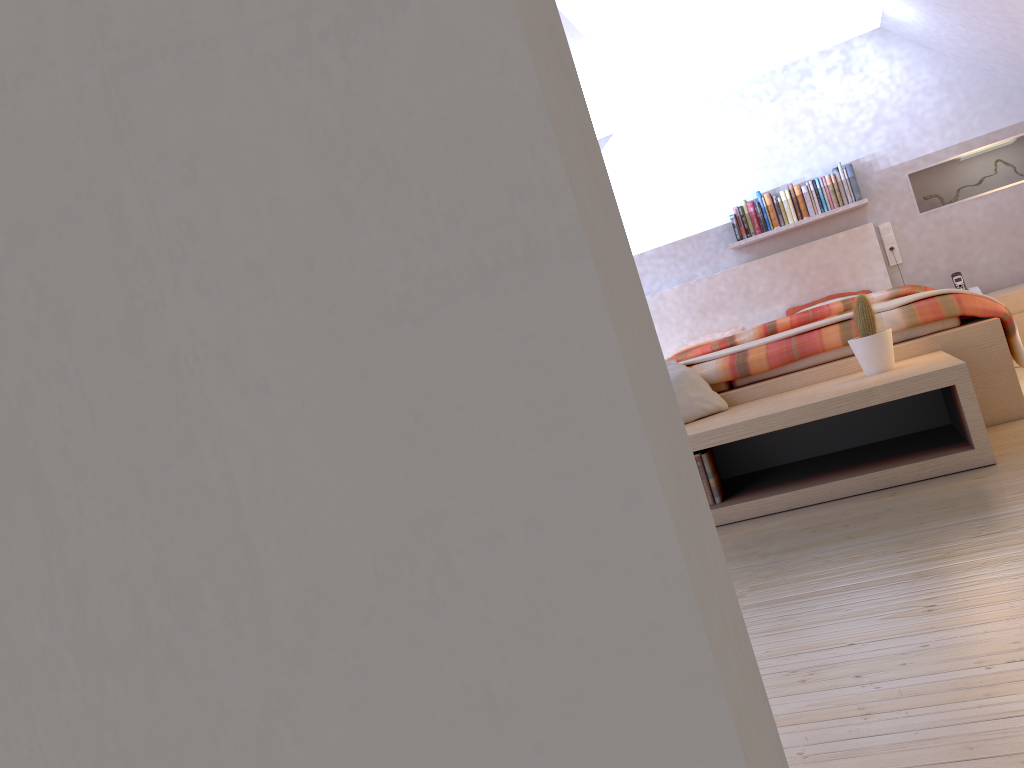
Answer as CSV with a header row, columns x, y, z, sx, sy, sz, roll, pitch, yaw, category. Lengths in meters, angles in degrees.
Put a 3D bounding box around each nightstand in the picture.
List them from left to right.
x,y,z,sx,sy,sz,roll,pitch,yaw,category
3.089,-0.426,5.228,0.859,0.329,0.847,-17,-1,20,nightstand

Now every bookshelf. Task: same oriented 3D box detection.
x,y,z,sx,sy,sz,roll,pitch,yaw,category
0.787,0.259,3.109,1.495,0.303,0.643,-17,-1,20,bookshelf
1.936,-1.078,6.019,0.916,0.028,0.223,-17,-1,20,bookshelf

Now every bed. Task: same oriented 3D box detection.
x,y,z,sx,sy,sz,roll,pitch,yaw,category
1.305,-0.238,4.823,2.087,0.994,3.009,-17,-1,20,bed

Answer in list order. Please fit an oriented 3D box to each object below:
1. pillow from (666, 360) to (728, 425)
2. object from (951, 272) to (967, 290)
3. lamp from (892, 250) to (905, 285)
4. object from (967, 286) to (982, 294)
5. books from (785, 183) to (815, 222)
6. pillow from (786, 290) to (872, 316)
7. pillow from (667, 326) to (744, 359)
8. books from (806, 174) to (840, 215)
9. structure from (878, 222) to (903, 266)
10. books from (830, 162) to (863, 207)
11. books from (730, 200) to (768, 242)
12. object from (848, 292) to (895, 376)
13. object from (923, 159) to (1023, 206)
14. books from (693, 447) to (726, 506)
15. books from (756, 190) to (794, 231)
x,y,z,sx,sy,sz,roll,pitch,yaw,category
0.509,0.072,3.457,0.498,0.241,0.470,-17,-1,-15,pillow
2.850,-0.630,5.645,0.060,0.169,0.079,-17,-1,20,object
2.526,-0.504,4.637,0.396,0.788,2.551,-17,-1,11,lamp
2.862,-0.565,5.626,0.192,0.087,0.153,-17,-1,20,object
1.946,-1.233,5.999,0.140,0.260,0.209,-17,-1,20,books
2.073,-0.482,5.777,0.566,0.188,0.497,-17,-1,21,pillow
1.325,-0.238,6.123,0.572,0.180,0.492,-17,-1,21,pillow
2.086,-1.260,5.951,0.159,0.231,0.200,-17,-1,20,books
2.530,-0.936,5.935,0.077,0.286,0.034,-17,-1,20,structure
2.214,-1.326,5.898,0.145,0.281,0.200,-17,-1,20,books
1.629,-1.135,6.120,0.209,0.260,0.215,-17,-1,20,books
1.215,-0.174,3.021,0.144,0.294,0.144,-16,-1,-44,object
3.180,-1.371,5.816,0.905,0.193,0.085,-17,-1,21,object
0.386,0.382,3.074,0.652,0.193,0.157,-17,-1,20,books
1.802,-1.199,6.059,0.178,0.281,0.200,-17,-1,20,books
